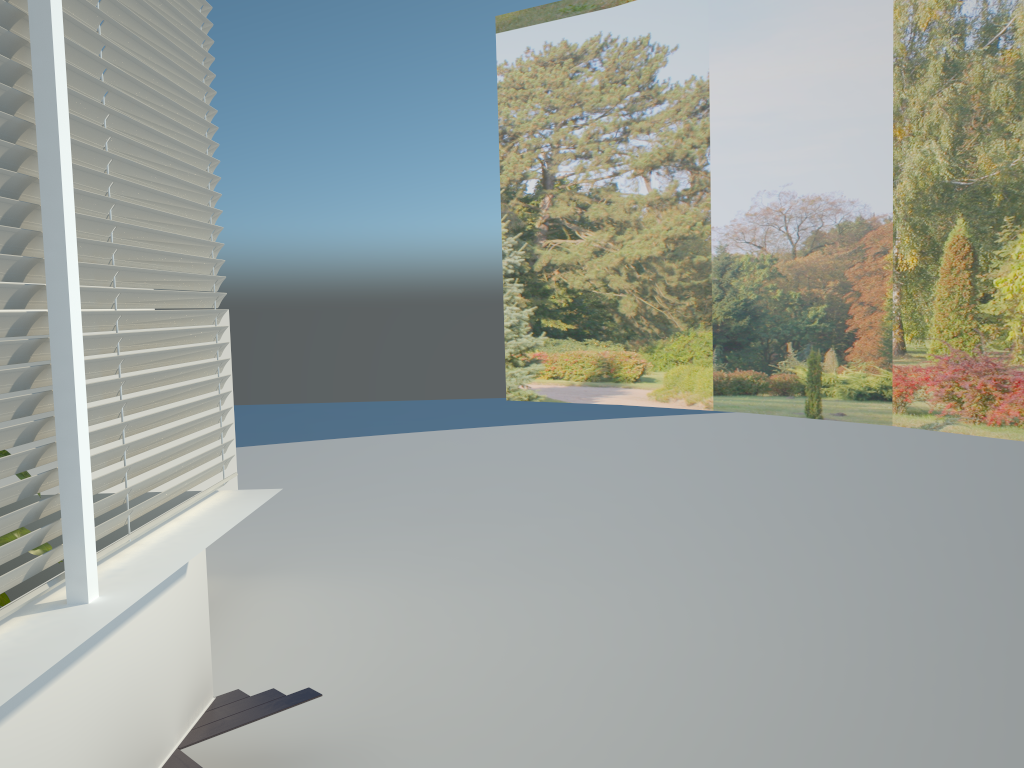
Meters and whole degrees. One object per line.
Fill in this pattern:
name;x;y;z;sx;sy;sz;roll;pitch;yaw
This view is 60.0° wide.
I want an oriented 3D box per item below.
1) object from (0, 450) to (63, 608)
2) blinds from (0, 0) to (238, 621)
object;-1.883;0.676;2.553;1.026;1.197;1.122;-3;5;-21
blinds;-1.207;-1.566;1.143;1.219;4.260;3.923;0;5;19
